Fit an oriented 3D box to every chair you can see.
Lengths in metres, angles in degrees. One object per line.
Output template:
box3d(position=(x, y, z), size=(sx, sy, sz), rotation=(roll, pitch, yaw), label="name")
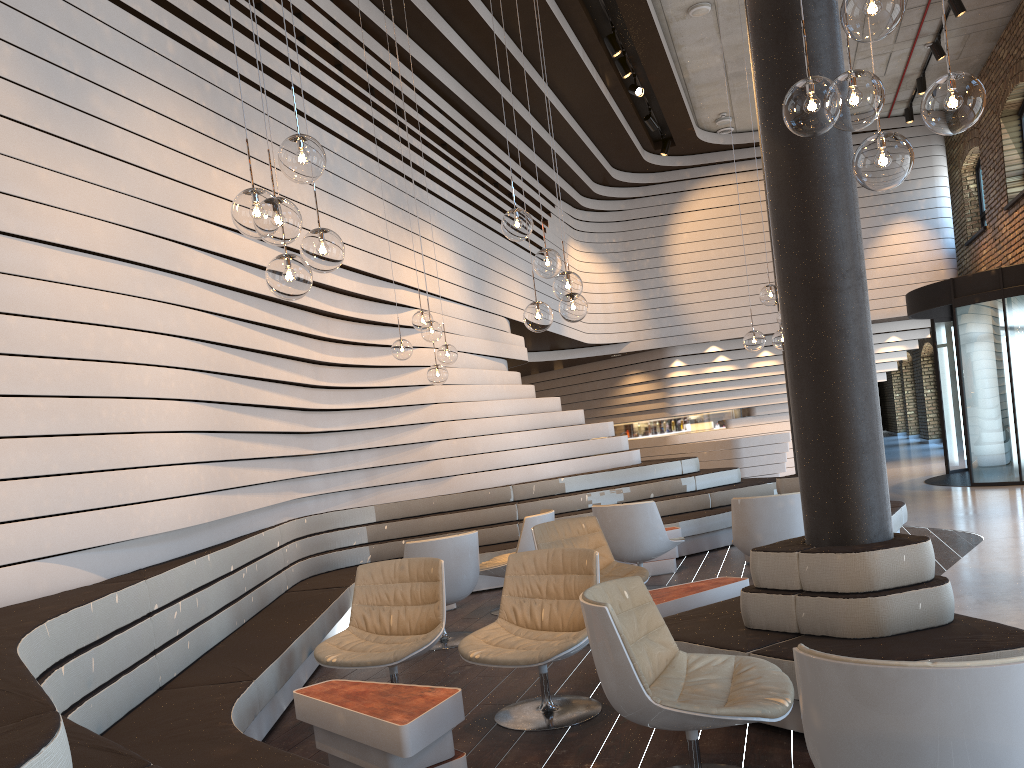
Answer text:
box3d(position=(0.031, 1.431, 7.097), size=(0.715, 0.768, 0.651), rotation=(-7, 0, 17), label="chair")
box3d(position=(-0.536, 1.444, 6.252), size=(0.650, 0.768, 0.717), rotation=(-7, 0, -28), label="chair")
box3d(position=(0.516, 1.289, 5.849), size=(0.649, 0.768, 0.718), rotation=(-7, -1, -32), label="chair")
box3d(position=(1.081, 0.980, 2.212), size=(0.664, 0.768, 0.702), rotation=(-7, 0, 35), label="chair")
box3d(position=(1.026, 1.313, 7.156), size=(0.664, 0.768, 0.702), rotation=(-7, 0, 34), label="chair")
box3d(position=(0.641, 1.097, 3.176), size=(0.716, 0.768, 0.651), rotation=(-7, 0, 21), label="chair")
box3d(position=(1.923, 1.153, 6.392), size=(0.661, 0.768, 0.705), rotation=(-7, 0, 18), label="chair")
box3d(position=(-0.653, 1.354, 4.660), size=(0.662, 0.768, 0.703), rotation=(-7, 0, 25), label="chair")
box3d(position=(0.126, 1.236, 4.314), size=(0.664, 0.768, 0.702), rotation=(-7, 0, 38), label="chair")

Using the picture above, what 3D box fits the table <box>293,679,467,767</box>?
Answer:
box3d(position=(-0.511, 1.470, 3.674), size=(0.408, 0.371, 0.917), rotation=(-6, -3, -40), label="table")

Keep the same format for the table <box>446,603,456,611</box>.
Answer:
box3d(position=(-0.814, 1.753, 7.400), size=(0.895, 0.371, 0.418), rotation=(-5, -2, -35), label="table")

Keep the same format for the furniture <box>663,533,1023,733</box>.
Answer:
box3d(position=(1.304, 1.099, 4.066), size=(1.268, 0.723, 1.781), rotation=(-6, -3, -12), label="furniture")

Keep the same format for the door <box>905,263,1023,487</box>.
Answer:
box3d(position=(7.422, -0.111, 12.382), size=(3.232, 2.860, 3.221), rotation=(-7, -1, 24), label="door")

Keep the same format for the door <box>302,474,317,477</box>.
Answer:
box3d(position=(-2.373, 1.280, 10.508), size=(0.977, 2.112, 0.161), rotation=(-7, 2, 18), label="door")

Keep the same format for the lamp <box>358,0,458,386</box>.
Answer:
box3d(position=(-0.908, -2.333, 6.784), size=(0.527, 4.728, 0.334), rotation=(-8, 2, -20), label="lamp")

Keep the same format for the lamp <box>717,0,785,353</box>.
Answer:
box3d(position=(2.051, -2.226, 12.342), size=(9.096, 4.623, 41.636), rotation=(-8, -4, 17), label="lamp")

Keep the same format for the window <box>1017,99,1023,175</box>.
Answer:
box3d(position=(7.221, -3.357, 12.074), size=(0.126, 1.455, 1.559), rotation=(-6, -1, 17), label="window")

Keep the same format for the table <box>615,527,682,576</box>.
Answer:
box3d(position=(1.144, 1.555, 8.021), size=(0.902, 0.372, 0.415), rotation=(-6, -1, -9), label="table")

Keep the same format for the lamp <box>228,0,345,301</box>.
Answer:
box3d(position=(-1.021, -2.637, 3.098), size=(0.295, 4.689, 0.539), rotation=(-6, 2, 12), label="lamp")

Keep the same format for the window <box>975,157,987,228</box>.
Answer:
box3d(position=(8.102, -3.278, 14.912), size=(0.126, 1.455, 1.559), rotation=(-6, -1, 17), label="window")

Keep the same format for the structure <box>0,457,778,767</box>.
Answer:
box3d(position=(-1.131, 1.264, 3.637), size=(5.805, 0.929, 18.113), rotation=(-8, -4, 13), label="structure")

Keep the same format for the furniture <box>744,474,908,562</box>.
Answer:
box3d(position=(2.980, 1.152, 7.969), size=(1.751, 0.724, 1.290), rotation=(-5, -3, -37), label="furniture")

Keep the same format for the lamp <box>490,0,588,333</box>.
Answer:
box3d(position=(-0.061, -2.654, 4.758), size=(0.312, 4.755, 0.654), rotation=(-6, 2, 26), label="lamp")

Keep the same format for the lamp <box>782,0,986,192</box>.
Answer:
box3d(position=(0.826, -2.904, 2.464), size=(0.545, 4.689, 0.292), rotation=(-7, 2, 3), label="lamp")

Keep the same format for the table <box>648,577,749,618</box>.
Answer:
box3d(position=(0.956, 1.388, 5.146), size=(0.895, 0.371, 0.418), rotation=(-5, -2, -35), label="table")
